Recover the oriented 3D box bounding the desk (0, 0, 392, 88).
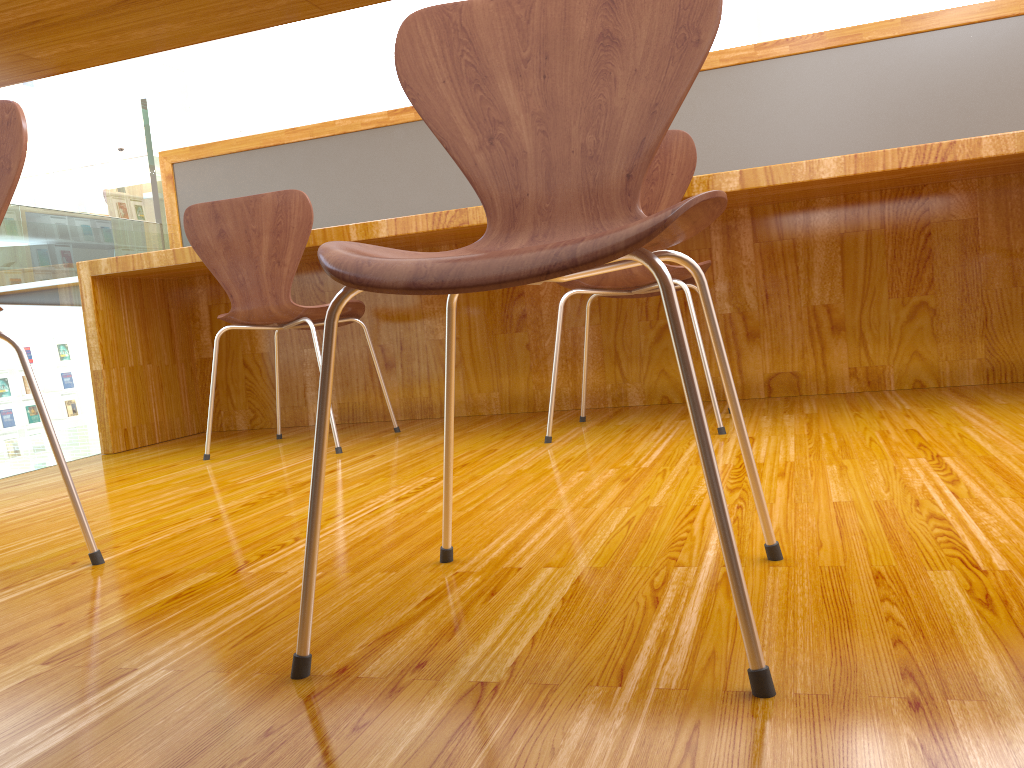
[{"bbox_3d":[-0.314,0.120,0.001,3.243,0.785,1.527,-4,4,18],"label":"desk"}]

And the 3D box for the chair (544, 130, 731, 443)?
[{"bbox_3d":[0.302,-0.228,2.205,0.428,0.693,0.381,-4,4,18],"label":"chair"}]

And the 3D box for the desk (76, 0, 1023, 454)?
[{"bbox_3d":[0.338,-0.454,2.865,3.216,1.022,1.248,-4,4,18],"label":"desk"}]

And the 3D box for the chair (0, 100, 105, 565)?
[{"bbox_3d":[-0.899,-0.040,1.192,0.428,0.693,0.381,-4,4,18],"label":"chair"}]

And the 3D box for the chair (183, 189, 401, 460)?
[{"bbox_3d":[-0.620,-0.162,2.505,0.428,0.693,0.381,-4,4,18],"label":"chair"}]

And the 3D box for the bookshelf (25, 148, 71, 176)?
[{"bbox_3d":[-5.777,-1.660,9.122,0.498,1.836,2.984,-4,4,18],"label":"bookshelf"}]

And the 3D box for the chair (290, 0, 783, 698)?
[{"bbox_3d":[0.022,-0.107,0.891,0.428,0.693,0.381,-4,4,18],"label":"chair"}]
